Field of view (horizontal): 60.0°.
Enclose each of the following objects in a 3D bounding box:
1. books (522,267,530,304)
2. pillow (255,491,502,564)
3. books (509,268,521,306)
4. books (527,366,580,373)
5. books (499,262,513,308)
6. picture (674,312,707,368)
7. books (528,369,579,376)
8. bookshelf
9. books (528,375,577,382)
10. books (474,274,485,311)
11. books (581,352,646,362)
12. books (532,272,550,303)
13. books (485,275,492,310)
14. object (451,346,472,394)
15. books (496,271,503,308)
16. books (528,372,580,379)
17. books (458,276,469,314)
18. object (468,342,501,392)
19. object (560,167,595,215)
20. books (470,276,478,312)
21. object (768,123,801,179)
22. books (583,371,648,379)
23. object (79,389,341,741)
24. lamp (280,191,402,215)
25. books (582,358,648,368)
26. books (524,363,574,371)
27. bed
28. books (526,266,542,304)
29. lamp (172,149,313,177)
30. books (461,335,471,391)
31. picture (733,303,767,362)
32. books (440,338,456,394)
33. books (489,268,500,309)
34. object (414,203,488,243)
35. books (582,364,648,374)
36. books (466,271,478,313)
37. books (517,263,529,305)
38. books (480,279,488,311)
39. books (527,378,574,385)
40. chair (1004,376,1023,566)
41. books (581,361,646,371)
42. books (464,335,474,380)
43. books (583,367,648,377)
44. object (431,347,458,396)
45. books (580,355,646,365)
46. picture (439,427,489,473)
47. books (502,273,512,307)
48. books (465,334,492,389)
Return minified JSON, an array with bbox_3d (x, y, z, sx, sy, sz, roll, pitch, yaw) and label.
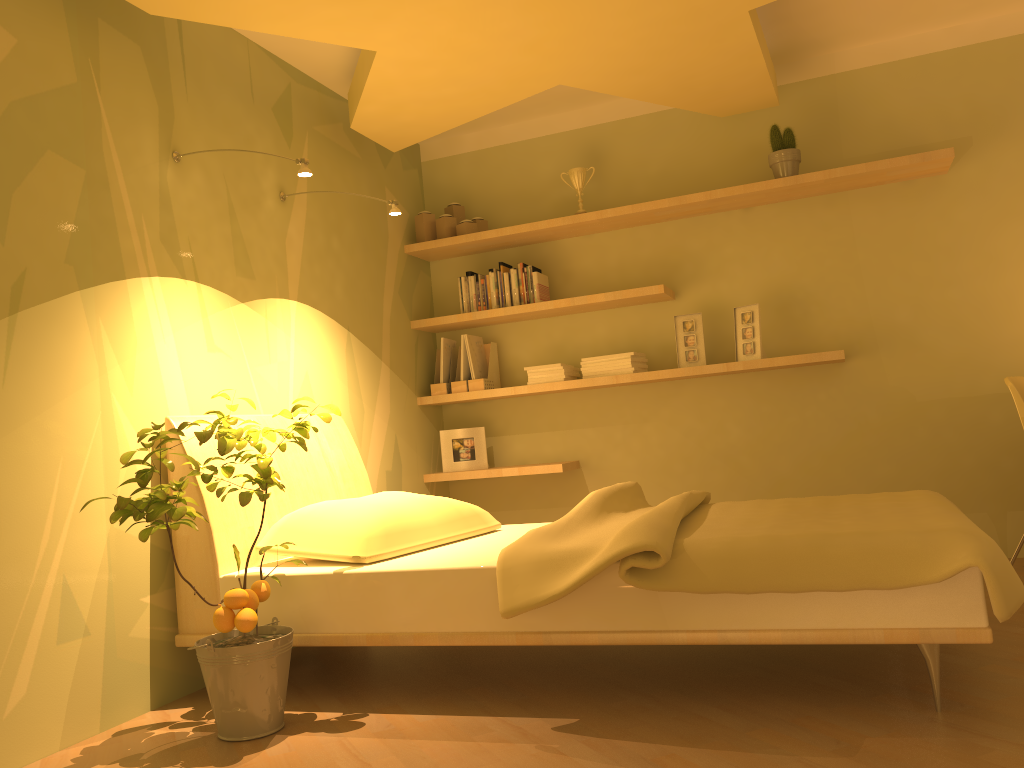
[{"bbox_3d":[0.095,-0.488,4.546,0.022,0.198,0.157,-6,-4,20],"label":"books"},{"bbox_3d":[-0.439,0.492,3.095,0.482,0.213,0.801,-7,-4,30],"label":"pillow"},{"bbox_3d":[0.036,-0.484,4.568,0.040,0.203,0.157,-6,-4,20],"label":"books"},{"bbox_3d":[0.213,-0.067,4.503,0.190,0.015,0.270,-7,-4,22],"label":"books"},{"bbox_3d":[-0.024,-0.499,4.591,0.021,0.247,0.157,-6,-4,20],"label":"books"},{"bbox_3d":[0.874,-0.203,4.307,0.134,0.264,0.171,-6,-4,19],"label":"picture"},{"bbox_3d":[0.212,-0.053,4.495,0.190,0.015,0.270,-6,-4,20],"label":"books"},{"bbox_3d":[0.758,-0.242,4.296,2.605,1.240,0.300,-6,-4,20],"label":"bookshelf"},{"bbox_3d":[0.209,-0.022,4.498,0.190,0.015,0.270,-6,-4,17],"label":"books"},{"bbox_3d":[-0.147,-0.463,4.636,0.032,0.203,0.157,-6,-4,20],"label":"books"},{"bbox_3d":[0.503,-0.131,4.387,0.270,0.015,0.190,-7,-4,26],"label":"books"},{"bbox_3d":[0.148,-0.477,4.515,0.032,0.163,0.178,-6,-4,20],"label":"books"},{"bbox_3d":[-0.095,-0.463,4.623,0.032,0.193,0.146,-6,-4,20],"label":"books"},{"bbox_3d":[-0.240,-0.079,4.659,0.087,0.259,0.236,-6,-4,20],"label":"object"},{"bbox_3d":[-0.039,-0.475,4.597,0.017,0.203,0.155,-6,-4,20],"label":"books"},{"bbox_3d":[0.217,-0.038,4.499,0.190,0.015,0.270,-7,-4,21],"label":"books"},{"bbox_3d":[-0.231,-0.453,4.667,0.040,0.203,0.157,-6,-4,20],"label":"books"},{"bbox_3d":[-0.150,-0.089,4.626,0.087,0.259,0.236,-6,-4,20],"label":"object"},{"bbox_3d":[0.343,-0.952,4.483,0.160,0.268,0.095,-5,-3,-9],"label":"object"},{"bbox_3d":[-0.172,-0.457,4.645,0.022,0.198,0.157,-6,-4,20],"label":"books"},{"bbox_3d":[1.257,-1.073,4.100,0.145,0.294,0.145,-5,-3,1],"label":"object"},{"bbox_3d":[0.512,-0.041,4.382,0.270,0.015,0.190,-7,-4,31],"label":"books"},{"bbox_3d":[-0.751,0.464,2.344,0.372,0.944,0.828,-6,-4,13],"label":"object"},{"bbox_3d":[-0.687,-0.726,3.541,0.533,0.178,0.050,-6,-4,20],"label":"lamp"},{"bbox_3d":[0.507,-0.102,4.377,0.270,0.015,0.190,-7,-4,33],"label":"books"},{"bbox_3d":[0.191,-0.081,4.496,0.190,0.015,0.270,-6,-4,18],"label":"books"},{"bbox_3d":[0.207,0.433,2.845,2.378,0.894,1.286,-6,-4,20],"label":"bed"},{"bbox_3d":[0.120,-0.493,4.537,0.032,0.203,0.157,-6,-4,20],"label":"books"},{"bbox_3d":[-0.904,-0.741,2.962,0.533,0.178,0.050,-6,-4,20],"label":"lamp"},{"bbox_3d":[-0.221,-0.101,4.651,0.048,0.297,0.214,-6,-4,20],"label":"books"},{"bbox_3d":[1.142,-0.236,4.164,0.171,0.264,0.134,-2,-5,-43],"label":"picture"},{"bbox_3d":[-0.338,-0.088,4.695,0.048,0.297,0.214,-6,-4,15],"label":"books"},{"bbox_3d":[-0.068,-0.479,4.602,0.038,0.217,0.166,-6,-4,20],"label":"books"},{"bbox_3d":[-0.322,-0.859,4.705,0.349,0.229,0.234,-7,-4,21],"label":"object"},{"bbox_3d":[0.507,-0.072,4.374,0.270,0.015,0.190,-7,-4,32],"label":"books"},{"bbox_3d":[-0.196,-0.470,4.664,0.032,0.229,0.138,-6,-4,20],"label":"books"},{"bbox_3d":[0.072,-0.500,4.565,0.032,0.229,0.138,-6,-4,20],"label":"books"},{"bbox_3d":[-0.121,-0.450,4.626,0.021,0.172,0.157,-6,-4,20],"label":"books"},{"bbox_3d":[0.211,-0.007,4.497,0.190,0.015,0.270,-6,-4,20],"label":"books"},{"bbox_3d":[2.141,0.341,3.340,0.546,0.785,0.531,-8,-4,40],"label":"chair"},{"bbox_3d":[0.502,-0.086,4.379,0.270,0.015,0.190,-7,-4,31],"label":"books"},{"bbox_3d":[-0.180,-0.106,4.633,0.036,0.296,0.210,-6,-4,20],"label":"books"},{"bbox_3d":[0.510,-0.056,4.383,0.270,0.015,0.190,-7,-4,28],"label":"books"},{"bbox_3d":[-0.358,-0.066,4.702,0.087,0.259,0.236,-6,-4,15],"label":"object"},{"bbox_3d":[0.503,-0.115,4.400,0.270,0.015,0.190,-7,-4,31],"label":"books"},{"bbox_3d":[-0.250,0.343,4.641,0.247,0.219,0.131,-5,-3,-2],"label":"picture"},{"bbox_3d":[0.001,-0.471,4.572,0.032,0.184,0.173,-6,-4,20],"label":"books"},{"bbox_3d":[-0.171,-0.107,4.634,0.043,0.296,0.210,-6,-4,20],"label":"books"}]
